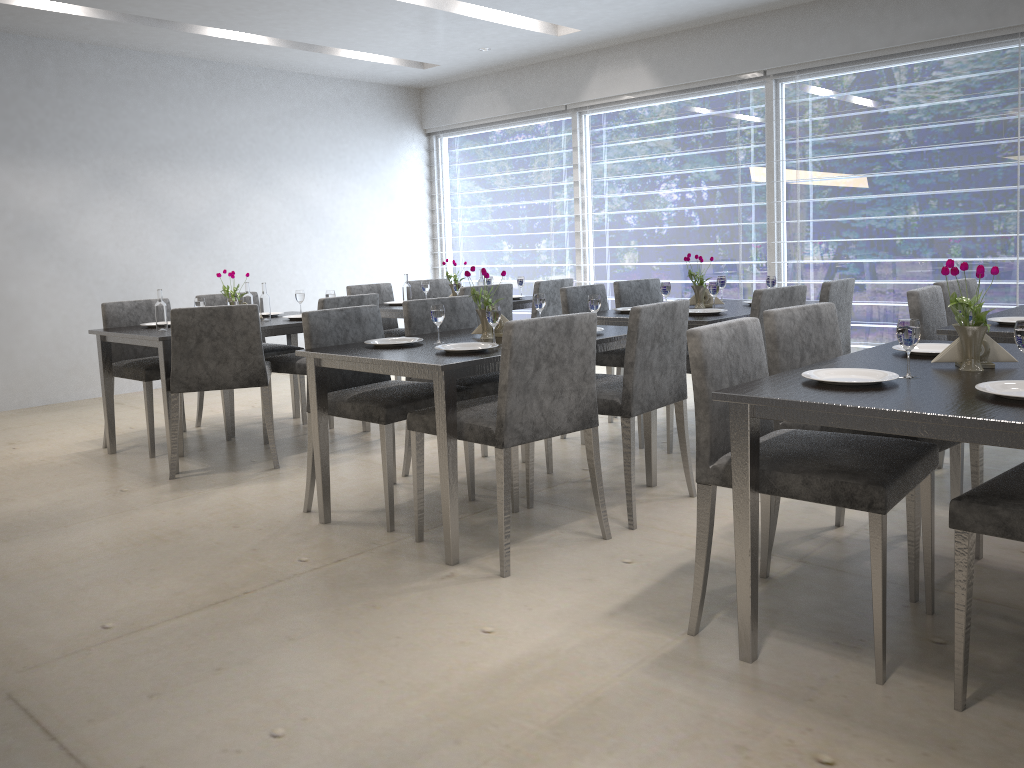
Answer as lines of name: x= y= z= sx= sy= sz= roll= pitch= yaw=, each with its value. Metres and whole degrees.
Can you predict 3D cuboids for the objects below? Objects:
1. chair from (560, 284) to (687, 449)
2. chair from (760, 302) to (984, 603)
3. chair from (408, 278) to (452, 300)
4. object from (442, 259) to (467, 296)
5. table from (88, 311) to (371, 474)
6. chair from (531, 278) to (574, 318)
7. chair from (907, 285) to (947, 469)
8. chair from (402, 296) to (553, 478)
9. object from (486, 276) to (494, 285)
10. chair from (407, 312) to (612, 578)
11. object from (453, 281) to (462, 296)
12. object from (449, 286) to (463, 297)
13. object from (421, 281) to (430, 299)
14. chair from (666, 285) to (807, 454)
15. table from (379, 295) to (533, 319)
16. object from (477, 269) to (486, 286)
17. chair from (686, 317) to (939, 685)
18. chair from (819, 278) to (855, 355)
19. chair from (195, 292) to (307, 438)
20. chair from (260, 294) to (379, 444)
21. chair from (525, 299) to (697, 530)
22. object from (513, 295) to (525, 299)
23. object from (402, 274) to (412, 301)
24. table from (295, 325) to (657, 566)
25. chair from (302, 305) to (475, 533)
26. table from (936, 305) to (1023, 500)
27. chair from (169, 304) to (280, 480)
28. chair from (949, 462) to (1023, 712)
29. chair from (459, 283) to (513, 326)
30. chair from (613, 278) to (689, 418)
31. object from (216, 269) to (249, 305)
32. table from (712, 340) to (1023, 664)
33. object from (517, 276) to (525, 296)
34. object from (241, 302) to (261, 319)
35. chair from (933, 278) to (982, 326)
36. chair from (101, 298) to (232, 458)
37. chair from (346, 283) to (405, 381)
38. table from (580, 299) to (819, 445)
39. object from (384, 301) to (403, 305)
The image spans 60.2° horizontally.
chair: x=0.557 y=-0.119 z=4.479 sx=0.493 sy=0.757 sz=0.480 roll=3 pitch=7 yaw=38
chair: x=1.069 y=0.152 z=2.641 sx=0.479 sy=0.757 sz=0.493 roll=-7 pitch=8 yaw=-41
chair: x=-0.432 y=-0.343 z=6.129 sx=0.479 sy=0.757 sz=0.493 roll=-7 pitch=8 yaw=-41
object: x=-0.372 y=-0.667 z=5.671 sx=0.104 sy=0.274 sz=0.155 roll=2 pitch=7 yaw=41
table: x=-1.429 y=-0.008 z=4.633 sx=0.779 sy=0.630 sz=1.196 roll=5 pitch=10 yaw=43
chair: x=0.101 y=-0.285 z=5.640 sx=0.493 sy=0.757 sz=0.480 roll=3 pitch=7 yaw=38
chair: x=1.789 y=0.019 z=3.319 sx=0.493 sy=0.757 sz=0.480 roll=3 pitch=7 yaw=38
chair: x=-0.164 y=0.014 z=3.800 sx=0.479 sy=0.757 sz=0.493 roll=-7 pitch=8 yaw=-41
object: x=-0.152 y=-0.668 z=6.063 sx=0.053 sy=0.138 sz=0.054 roll=-2 pitch=5 yaw=1
chair: x=-0.011 y=0.147 z=2.921 sx=0.479 sy=0.757 sz=0.493 roll=-7 pitch=8 yaw=-41
object: x=-0.335 y=-0.564 z=5.445 sx=0.053 sy=0.138 sz=0.054 roll=-2 pitch=5 yaw=1
object: x=-0.328 y=-0.589 z=5.728 sx=0.203 sy=0.099 sz=0.070 roll=0 pitch=6 yaw=13
object: x=-0.542 y=-0.577 z=5.575 sx=0.053 sy=0.138 sz=0.054 roll=-2 pitch=5 yaw=1
chair: x=1.028 y=-0.064 z=4.021 sx=0.479 sy=0.757 sz=0.493 roll=-7 pitch=8 yaw=-41
table: x=-0.344 y=-0.214 z=5.690 sx=0.779 sy=0.630 sz=1.196 roll=5 pitch=10 yaw=43
object: x=-0.196 y=-0.637 z=5.686 sx=0.052 sy=0.200 sz=0.052 roll=-1 pitch=5 yaw=8
chair: x=0.750 y=0.230 z=2.220 sx=0.493 sy=0.757 sz=0.480 roll=3 pitch=7 yaw=38
chair: x=1.408 y=-0.139 z=4.411 sx=0.493 sy=0.757 sz=0.480 roll=3 pitch=7 yaw=38
chair: x=-1.517 y=-0.137 z=5.072 sx=0.479 sy=0.757 sz=0.493 roll=-7 pitch=8 yaw=-41
chair: x=-0.975 y=-0.081 z=4.589 sx=0.493 sy=0.757 sz=0.480 roll=3 pitch=7 yaw=38
chair: x=0.368 y=0.072 z=3.311 sx=0.493 sy=0.757 sz=0.480 roll=3 pitch=7 yaw=38
object: x=-0.021 y=-0.560 z=5.740 sx=0.217 sy=0.015 sz=0.219 roll=1 pitch=10 yaw=21
object: x=-0.631 y=-0.560 z=5.301 sx=0.052 sy=0.200 sz=0.052 roll=-1 pitch=5 yaw=8
table: x=-0.077 y=0.143 z=3.361 sx=0.779 sy=0.630 sz=1.196 roll=5 pitch=10 yaw=43
chair: x=-0.483 y=0.092 z=3.379 sx=0.493 sy=0.757 sz=0.480 roll=3 pitch=7 yaw=38
table: x=2.195 y=0.070 z=3.302 sx=0.779 sy=0.630 sz=1.196 roll=5 pitch=10 yaw=43
chair: x=-1.373 y=-0.002 z=4.179 sx=0.477 sy=0.757 sz=0.495 roll=-4 pitch=6 yaw=-16
chair: x=1.222 y=0.285 z=1.762 sx=0.479 sy=0.757 sz=0.493 roll=-7 pitch=8 yaw=-41
chair: x=-0.279 y=-0.210 z=5.250 sx=0.479 sy=0.757 sz=0.493 roll=-7 pitch=8 yaw=-41
chair: x=0.875 y=-0.197 z=4.900 sx=0.479 sy=0.757 sz=0.493 roll=-7 pitch=8 yaw=-41
object: x=-1.457 y=-0.461 z=4.615 sx=0.104 sy=0.274 sz=0.155 roll=2 pitch=7 yaw=41
table: x=1.156 y=0.281 z=2.202 sx=0.779 sy=0.630 sz=1.196 roll=5 pitch=10 yaw=43
object: x=0.061 y=-0.644 z=5.863 sx=0.053 sy=0.138 sz=0.054 roll=-2 pitch=5 yaw=1
object: x=-1.413 y=-0.383 z=4.671 sx=0.203 sy=0.099 sz=0.070 roll=0 pitch=6 yaw=13
chair: x=2.108 y=-0.059 z=3.741 sx=0.479 sy=0.757 sz=0.493 roll=-7 pitch=8 yaw=-41
chair: x=-1.835 y=-0.059 z=4.651 sx=0.493 sy=0.757 sz=0.480 roll=3 pitch=7 yaw=38
chair: x=-0.750 y=-0.265 z=5.708 sx=0.493 sy=0.757 sz=0.480 roll=3 pitch=7 yaw=38
table: x=0.963 y=-0.068 z=4.461 sx=0.779 sy=0.630 sz=1.196 roll=5 pitch=10 yaw=43
object: x=-0.702 y=-0.510 z=5.580 sx=0.217 sy=0.015 sz=0.219 roll=1 pitch=10 yaw=21
